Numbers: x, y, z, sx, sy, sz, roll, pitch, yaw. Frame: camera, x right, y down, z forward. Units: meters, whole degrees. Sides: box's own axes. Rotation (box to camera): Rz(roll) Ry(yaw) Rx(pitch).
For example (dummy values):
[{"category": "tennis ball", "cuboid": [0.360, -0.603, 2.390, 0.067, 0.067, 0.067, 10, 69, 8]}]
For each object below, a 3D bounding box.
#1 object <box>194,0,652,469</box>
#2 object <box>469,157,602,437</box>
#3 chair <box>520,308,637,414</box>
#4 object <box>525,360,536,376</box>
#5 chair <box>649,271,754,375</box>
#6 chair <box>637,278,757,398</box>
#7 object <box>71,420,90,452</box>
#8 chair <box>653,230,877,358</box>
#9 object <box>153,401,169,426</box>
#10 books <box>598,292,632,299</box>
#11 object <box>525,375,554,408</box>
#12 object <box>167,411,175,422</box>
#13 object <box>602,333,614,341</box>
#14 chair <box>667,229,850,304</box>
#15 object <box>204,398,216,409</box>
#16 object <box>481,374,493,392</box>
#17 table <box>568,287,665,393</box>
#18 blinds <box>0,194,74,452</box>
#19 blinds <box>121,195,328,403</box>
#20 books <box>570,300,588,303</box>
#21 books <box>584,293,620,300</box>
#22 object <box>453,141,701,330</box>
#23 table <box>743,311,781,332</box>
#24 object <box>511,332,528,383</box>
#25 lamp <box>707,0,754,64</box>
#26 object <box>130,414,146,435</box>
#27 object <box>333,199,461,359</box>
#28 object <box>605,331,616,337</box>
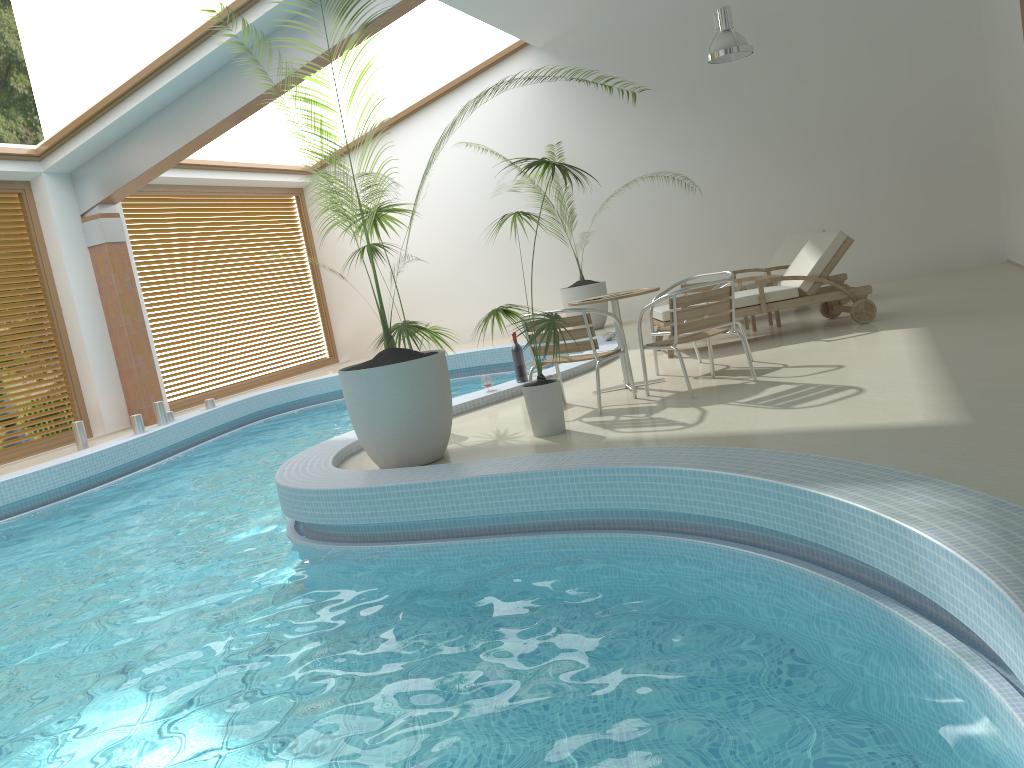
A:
[{"category": "object", "cuboid": [-0.840, -0.996, 5.474, 2.979, 2.960, 2.729, -4, 10, 40]}, {"category": "object", "cuboid": [0.173, -0.532, 5.493, 0.791, 1.695, 1.059, -15, 9, -31]}, {"category": "chair", "cuboid": [0.447, -0.192, 6.244, 0.618, 0.727, 0.563, -5, 9, 35]}, {"category": "object", "cuboid": [0.167, -0.145, 8.013, 0.102, 0.137, 0.102, -6, 9, 31]}, {"category": "chair", "cuboid": [1.461, -0.481, 7.024, 0.563, 0.727, 0.618, -15, 9, -34]}, {"category": "chair", "cuboid": [1.257, -0.333, 6.186, 0.618, 0.727, 0.563, -14, 8, -24]}, {"category": "object", "cuboid": [-4.450, 0.545, 9.150, 0.115, 0.320, 0.115, -13, 8, -18]}, {"category": "chair", "cuboid": [2.284, -0.871, 8.350, 1.903, 0.866, 0.861, -10, 7, 1]}, {"category": "object", "cuboid": [-3.805, 0.318, 9.610, 0.115, 0.254, 0.115, -14, 8, -26]}, {"category": "books", "cuboid": [0.764, -0.664, 6.646, 0.241, 0.004, 0.166, -14, 8, -26]}, {"category": "object", "cuboid": [0.211, 0.067, 6.619, 0.081, 0.223, 0.272, -4, 10, 43]}, {"category": "object", "cuboid": [-3.815, 0.363, 9.856, 0.115, 0.107, 0.115, -13, 8, -18]}, {"category": "object", "cuboid": [1.071, -0.517, 9.850, 0.140, 0.069, 0.140, -11, 7, -8]}, {"category": "chair", "cuboid": [2.745, -1.179, 10.050, 1.903, 0.866, 0.861, -12, 8, -15]}, {"category": "object", "cuboid": [-3.578, 0.233, 10.511, 0.115, 0.107, 0.115, -13, 8, -18]}, {"category": "object", "cuboid": [-0.210, -0.009, 7.512, 0.102, 0.137, 0.102, -6, 9, 31]}, {"category": "table", "cuboid": [0.835, -0.324, 6.783, 0.700, 0.720, 0.700, -4, 10, 42]}, {"category": "blinds", "cuboid": [-6.166, -0.411, 8.546, 0.095, 2.921, 4.200, -7, 8, 23]}, {"category": "blinds", "cuboid": [-4.279, -1.380, 13.281, 0.095, 2.921, 4.414, -7, 8, 23]}, {"category": "books", "cuboid": [0.560, -0.638, 6.732, 0.241, 0.004, 0.166, -14, 8, -26]}, {"category": "books", "cuboid": [0.666, -0.655, 6.686, 0.241, 0.004, 0.166, -14, 8, -26]}, {"category": "object", "cuboid": [0.965, -2.221, 12.287, 2.979, 2.960, 2.729, -12, 8, -12]}, {"category": "table", "cuboid": [2.539, -0.695, 9.036, 0.283, 0.255, 0.320, -10, 7, 1]}, {"category": "object", "cuboid": [0.053, -0.235, 7.680, 0.109, 0.435, 0.109, -15, 9, -32]}, {"category": "lamp", "cuboid": [2.271, -4.607, 9.796, 0.506, 1.958, 0.505, -7, 8, 23]}, {"category": "object", "cuboid": [-3.880, 0.416, 9.194, 0.115, 0.194, 0.115, -14, 8, -26]}, {"category": "object", "cuboid": [-0.813, -0.460, 6.331, 0.791, 1.695, 1.059, -9, 7, 10]}, {"category": "object", "cuboid": [1.225, -0.604, 10.922, 0.140, 0.069, 0.140, -11, 7, -8]}]
